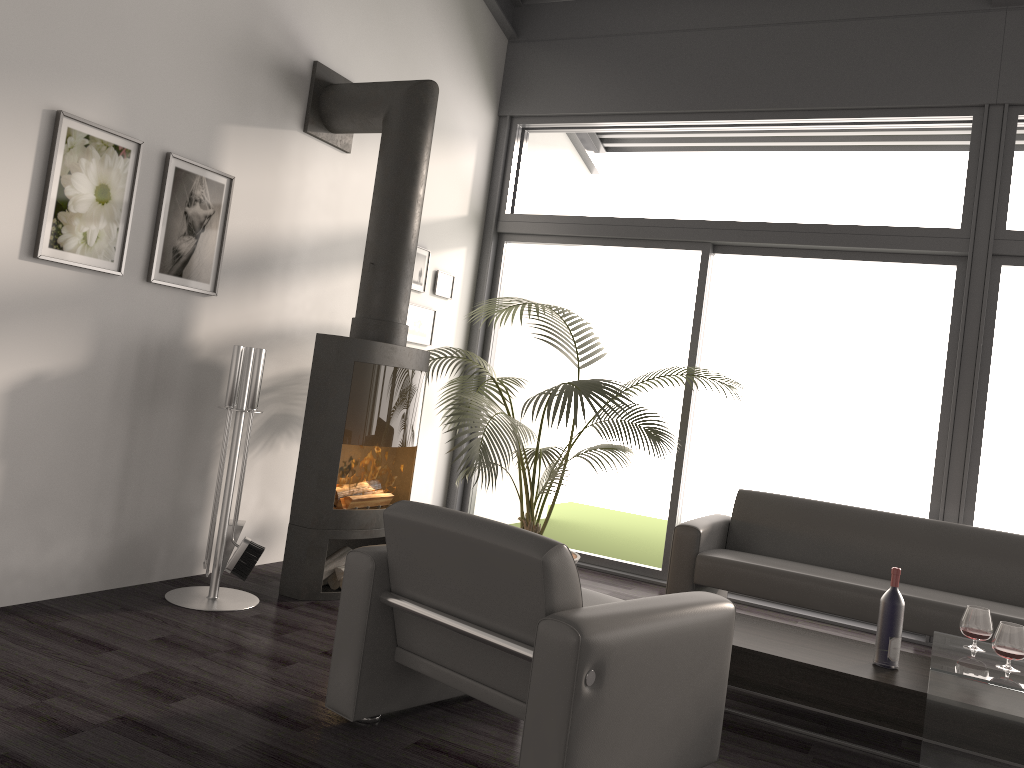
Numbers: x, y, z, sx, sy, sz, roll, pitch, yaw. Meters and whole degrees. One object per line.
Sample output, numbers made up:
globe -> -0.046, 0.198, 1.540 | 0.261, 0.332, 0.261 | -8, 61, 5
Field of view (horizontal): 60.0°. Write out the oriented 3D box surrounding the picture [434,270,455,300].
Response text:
picture -> -0.458, -0.673, 6.031 | 0.015, 0.166, 0.220 | 6, -2, 27

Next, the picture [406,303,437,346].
picture -> -0.609, -0.388, 5.796 | 0.015, 0.245, 0.358 | 6, -2, 27

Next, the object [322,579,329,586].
object -> -0.892, 0.966, 4.496 | 0.085, 0.083, 0.276 | 7, -1, 28

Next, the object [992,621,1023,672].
object -> 1.765, 0.931, 3.140 | 0.116, 0.156, 0.115 | 6, -2, 35

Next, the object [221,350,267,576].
object -> -1.213, 0.362, 4.026 | 0.074, 1.054, 0.145 | 8, -3, -12

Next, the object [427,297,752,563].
object -> 0.214, 0.330, 5.085 | 2.122, 1.669, 1.713 | 7, -2, 21

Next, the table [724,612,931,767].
table -> 1.366, 1.185, 3.398 | 1.202, 0.250, 0.598 | 7, -1, 27

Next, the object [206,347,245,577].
object -> -1.312, 0.347, 4.037 | 0.041, 1.051, 0.113 | 9, -3, -18

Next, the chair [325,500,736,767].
chair -> 0.093, 0.771, 2.806 | 0.965, 0.718, 0.907 | 7, -2, 42

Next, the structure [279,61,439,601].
structure -> -0.987, -0.347, 4.703 | 1.118, 2.679, 0.815 | 6, -3, 27

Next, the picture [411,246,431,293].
picture -> -0.599, -0.743, 5.738 | 0.015, 0.281, 0.190 | 6, -2, 27

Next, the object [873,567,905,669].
object -> 1.432, 0.880, 3.350 | 0.093, 0.371, 0.092 | 6, -3, 26

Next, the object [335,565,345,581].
object -> -0.781, 0.933, 4.418 | 0.073, 0.068, 0.257 | 7, -1, 26

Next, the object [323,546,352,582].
object -> -0.899, 0.910, 4.380 | 0.104, 0.192, 0.305 | 7, -2, 28

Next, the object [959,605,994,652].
object -> 1.777, 0.934, 3.391 | 0.116, 0.156, 0.115 | 7, -2, 17

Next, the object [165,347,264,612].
object -> -1.249, 0.393, 3.949 | 0.400, 1.128, 0.400 | 8, -3, -14

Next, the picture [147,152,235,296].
picture -> -1.457, -0.717, 4.046 | 0.026, 0.578, 0.392 | 6, -2, 27

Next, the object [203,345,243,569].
object -> -1.272, 0.317, 3.865 | 0.042, 0.985, 0.116 | 8, -3, 2

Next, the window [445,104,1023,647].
window -> 4.102, -0.063, 4.399 | 9.762, 3.478, 0.384 | 7, -3, 27

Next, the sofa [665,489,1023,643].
sofa -> 1.899, 1.030, 4.385 | 2.118, 0.718, 0.899 | 7, -1, 27

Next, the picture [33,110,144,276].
picture -> -1.694, -0.754, 3.569 | 0.026, 0.578, 0.392 | 6, -2, 27

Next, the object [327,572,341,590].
object -> -0.812, 0.977, 4.472 | 0.085, 0.086, 0.265 | 7, -1, 28

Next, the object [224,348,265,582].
object -> -1.121, 0.358, 3.911 | 0.167, 1.022, 0.078 | 8, -3, -11

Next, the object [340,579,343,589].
object -> -0.738, 0.986, 4.421 | 0.092, 0.082, 0.266 | 7, -1, 28

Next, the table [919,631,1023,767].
table -> 1.728, 1.178, 3.219 | 0.401, 0.342, 0.678 | 7, -1, 27
